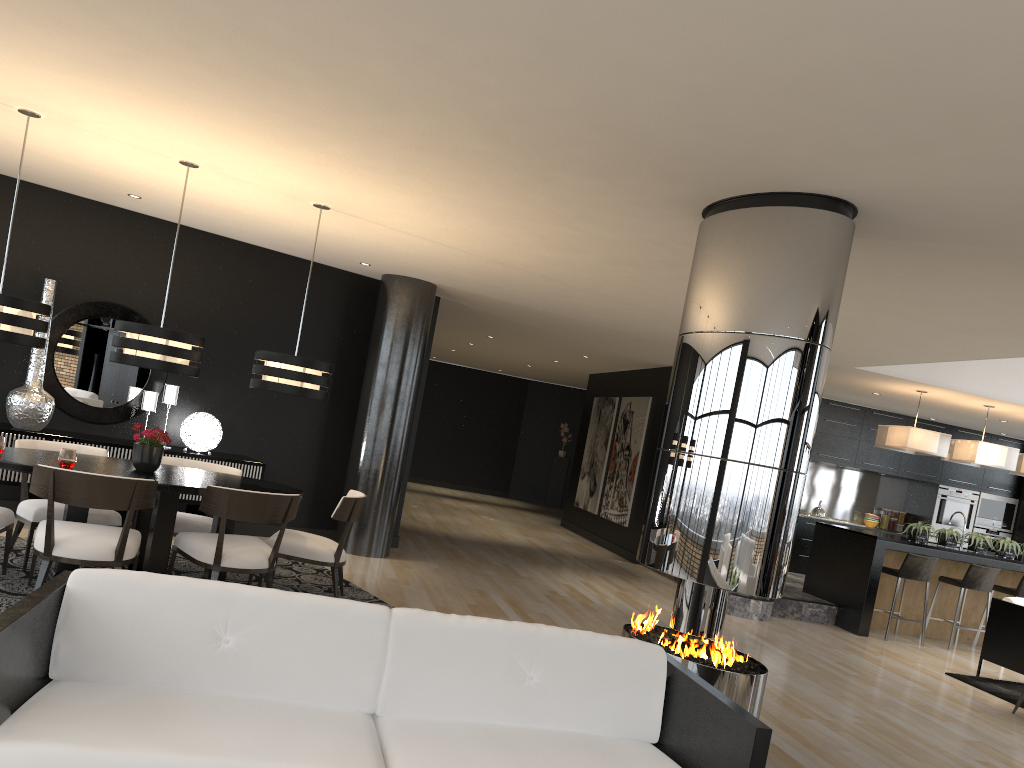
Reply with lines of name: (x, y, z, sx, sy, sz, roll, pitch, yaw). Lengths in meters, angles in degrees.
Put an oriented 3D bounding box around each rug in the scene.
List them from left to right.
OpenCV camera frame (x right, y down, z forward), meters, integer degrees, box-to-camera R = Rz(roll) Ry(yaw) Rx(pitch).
rug: (-2.548, 1.299, 5.683, 3.753, 0.011, 2.696, 13, -4, -35)
rug: (5.639, 2.886, 7.107, 3.043, 0.011, 2.475, 11, -3, -12)

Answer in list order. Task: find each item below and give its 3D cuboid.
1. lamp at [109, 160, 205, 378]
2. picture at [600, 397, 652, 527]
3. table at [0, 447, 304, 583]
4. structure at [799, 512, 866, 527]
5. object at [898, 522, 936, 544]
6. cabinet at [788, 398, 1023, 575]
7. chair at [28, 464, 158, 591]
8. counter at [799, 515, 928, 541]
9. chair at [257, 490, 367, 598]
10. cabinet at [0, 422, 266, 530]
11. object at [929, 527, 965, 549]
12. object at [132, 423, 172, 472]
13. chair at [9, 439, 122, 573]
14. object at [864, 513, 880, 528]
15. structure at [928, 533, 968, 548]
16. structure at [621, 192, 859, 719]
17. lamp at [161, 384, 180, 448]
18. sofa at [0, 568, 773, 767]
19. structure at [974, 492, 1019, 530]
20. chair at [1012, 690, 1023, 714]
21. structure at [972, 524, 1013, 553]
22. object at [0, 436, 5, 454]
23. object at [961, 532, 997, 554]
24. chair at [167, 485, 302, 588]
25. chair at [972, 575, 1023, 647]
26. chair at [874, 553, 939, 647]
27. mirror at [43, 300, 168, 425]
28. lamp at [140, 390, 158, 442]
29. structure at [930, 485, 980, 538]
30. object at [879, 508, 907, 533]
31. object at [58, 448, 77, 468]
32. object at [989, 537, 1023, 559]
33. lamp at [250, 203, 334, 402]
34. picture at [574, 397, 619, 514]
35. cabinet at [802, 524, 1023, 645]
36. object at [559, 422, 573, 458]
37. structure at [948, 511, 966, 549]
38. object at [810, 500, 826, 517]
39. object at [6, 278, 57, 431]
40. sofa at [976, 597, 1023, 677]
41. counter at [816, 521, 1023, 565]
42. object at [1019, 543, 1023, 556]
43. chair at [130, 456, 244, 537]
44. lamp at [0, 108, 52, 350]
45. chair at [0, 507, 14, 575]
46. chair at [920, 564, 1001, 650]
lamp: (-2.157, -0.744, 5.599, 0.540, 1.331, 0.530, 9, 2, -36)
picture: (1.692, 1.120, 13.069, 0.077, 1.876, 1.150, 10, 1, -12)
table: (-2.421, 0.937, 5.694, 2.123, 0.770, 1.200, 12, -2, -33)
structure: (4.678, 2.003, 13.003, 0.903, 0.066, 0.519, 11, -3, -13)
object: (4.454, 1.619, 9.747, 0.405, 0.239, 0.399, 10, -2, 12)
cabinet: (4.758, 1.578, 12.983, 5.749, 2.531, 0.724, 11, 2, -13)
chair: (-2.440, 0.879, 5.070, 0.647, 0.807, 0.611, 10, 0, -25)
counter: (4.670, 2.027, 13.023, 2.871, 0.034, 0.728, 11, -3, -13)
chair: (-1.412, 1.142, 6.328, 0.617, 0.807, 0.641, 10, 0, -6)
cabinet: (-3.360, 0.878, 7.587, 2.256, 0.767, 0.605, 12, -1, -35)
object: (4.853, 1.697, 9.815, 0.396, 0.239, 0.408, 10, -2, 12)
object: (-2.321, 0.412, 5.657, 0.239, 0.298, 0.227, 10, 0, -33)
chair: (-3.020, 0.824, 5.945, 0.610, 0.807, 0.648, 10, 0, 41)
object: (5.456, 2.076, 13.405, 0.205, 0.205, 0.184, 11, 0, -11)
structure: (6.420, 2.601, 13.094, 0.703, 0.708, 0.085, 11, 2, -13)
structure: (1.064, 0.503, 4.441, 0.590, 2.746, 0.884, 10, 2, -25)
lamp: (-3.035, 0.280, 7.767, 0.131, 0.551, 0.125, 11, 2, 17)
sofa: (-0.401, 1.110, 2.600, 2.039, 0.805, 0.835, 11, -1, -13)
structure: (7.256, 1.909, 13.214, 0.679, 0.475, 0.026, 11, 2, -13)
chair: (4.258, 2.266, 6.604, 0.687, 0.675, 0.802, 11, -1, -12)
structure: (7.172, 2.366, 13.232, 0.681, 0.446, 0.070, 11, 2, -13)
object: (-2.998, 0.353, 5.123, 0.095, 0.106, 0.096, 10, 0, 21)
object: (5.272, 1.789, 9.889, 0.405, 0.217, 0.399, 10, -2, 12)
chair: (-1.761, 1.035, 5.596, 0.648, 0.807, 0.610, 10, 0, -42)
chair: (5.625, 2.563, 9.868, 0.477, 0.965, 0.516, 10, 1, -12)
chair: (4.198, 2.282, 9.534, 0.477, 0.965, 0.516, 10, 1, -12)
mirror: (-3.535, -0.183, 7.645, 1.085, 1.079, 0.025, 11, 1, -35)
lamp: (-3.151, 0.293, 7.619, 0.125, 0.466, 0.131, 10, 2, -12)
structure: (6.550, 1.891, 13.068, 0.703, 0.708, 0.085, 11, 2, -13)
object: (5.822, 2.089, 13.511, 0.367, 0.316, 0.113, 11, 1, -13)
object: (-2.570, 0.430, 5.107, 0.096, 0.106, 0.094, 11, 0, -24)
object: (5.636, 1.850, 9.975, 0.405, 0.239, 0.399, 10, -2, 12)
lamp: (-1.431, -0.580, 6.115, 0.540, 1.331, 0.530, 9, 2, -36)
picture: (1.390, 1.145, 14.438, 0.077, 1.876, 1.150, 10, 1, -12)
cabinet: (5.109, 2.449, 10.216, 3.126, 1.039, 1.175, 11, -1, -13)
object: (1.188, 1.253, 19.774, 0.337, 0.788, 0.229, 11, 2, 16)
structure: (5.129, 1.998, 10.486, 2.787, 1.020, 0.652, 11, 0, -13)
object: (4.481, 1.809, 12.866, 0.222, 0.230, 0.220, 11, -1, -20)
object: (-3.778, -0.234, 7.047, 0.346, 1.210, 0.340, 10, 2, -26)
sofa: (5.437, 2.498, 7.989, 2.039, 0.805, 0.835, 11, -1, -13)
counter: (5.206, 1.922, 10.197, 3.126, 0.032, 1.176, 11, -3, -13)
object: (5.993, 1.935, 10.118, 0.396, 0.217, 0.408, 10, -2, 12)
chair: (-2.354, 0.972, 6.374, 0.644, 0.807, 0.614, 10, 0, -7)
lamp: (-2.884, -0.908, 5.082, 0.540, 1.331, 0.530, 9, 2, -36)
chair: (-3.264, 0.728, 5.065, 0.618, 0.807, 0.639, 10, 0, -14)
chair: (4.953, 2.431, 9.711, 0.477, 0.965, 0.516, 10, 1, -12)
